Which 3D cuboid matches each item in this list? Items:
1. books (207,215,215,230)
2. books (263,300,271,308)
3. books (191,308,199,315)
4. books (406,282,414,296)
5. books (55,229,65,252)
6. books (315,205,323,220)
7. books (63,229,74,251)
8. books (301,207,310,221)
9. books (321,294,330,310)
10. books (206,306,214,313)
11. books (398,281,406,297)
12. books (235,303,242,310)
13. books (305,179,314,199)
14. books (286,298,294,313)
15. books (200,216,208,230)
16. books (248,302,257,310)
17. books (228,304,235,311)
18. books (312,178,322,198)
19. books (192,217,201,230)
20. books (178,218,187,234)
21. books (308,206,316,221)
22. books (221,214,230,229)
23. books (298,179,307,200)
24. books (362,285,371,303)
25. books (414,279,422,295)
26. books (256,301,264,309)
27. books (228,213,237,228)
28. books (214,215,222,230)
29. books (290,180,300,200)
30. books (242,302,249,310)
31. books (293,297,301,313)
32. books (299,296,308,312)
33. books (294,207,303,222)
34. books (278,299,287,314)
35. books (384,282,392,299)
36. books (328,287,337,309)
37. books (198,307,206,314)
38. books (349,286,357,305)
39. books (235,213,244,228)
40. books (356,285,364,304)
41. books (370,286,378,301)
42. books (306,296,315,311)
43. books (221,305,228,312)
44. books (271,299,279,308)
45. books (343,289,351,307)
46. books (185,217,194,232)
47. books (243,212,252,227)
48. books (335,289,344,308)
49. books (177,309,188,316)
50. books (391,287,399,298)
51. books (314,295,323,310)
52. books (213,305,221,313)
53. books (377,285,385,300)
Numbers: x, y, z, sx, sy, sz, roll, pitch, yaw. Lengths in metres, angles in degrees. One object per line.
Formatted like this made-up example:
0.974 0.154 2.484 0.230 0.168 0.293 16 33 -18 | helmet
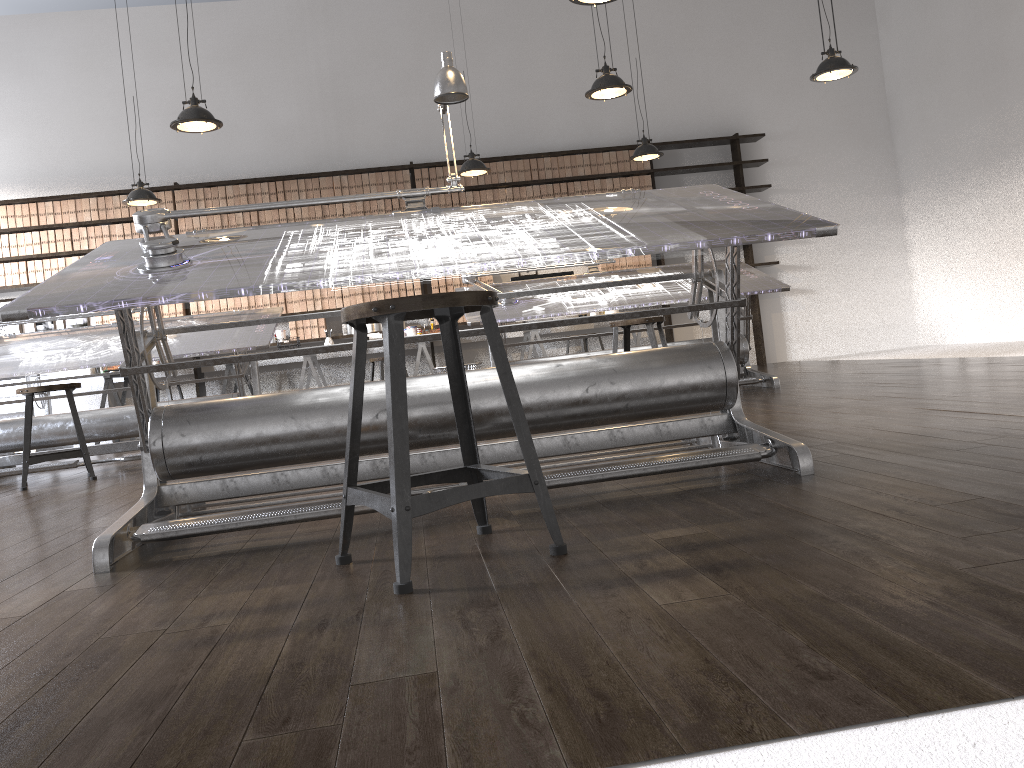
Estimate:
-2.963 -1.545 8.784 0.067 0.226 0.174 -6 0 -7 | books
-2.427 -0.786 8.817 0.067 0.226 0.174 -6 0 -7 | books
-3.111 -0.704 8.731 0.067 0.226 0.174 -6 0 -7 | books
-1.036 -0.953 8.986 0.067 0.226 0.174 -6 0 -7 | books
-4.362 -1.377 8.614 0.067 0.226 0.174 -6 0 -7 | books
-1.931 -1.668 8.905 0.067 0.226 0.174 -6 0 -7 | books
-4.289 -1.386 8.618 0.067 0.226 0.174 -6 0 -7 | books
-2.059 -1.653 8.893 0.067 0.226 0.174 -6 0 -7 | books
-1.872 -0.853 8.890 0.067 0.226 0.174 -6 0 -7 | books
-2.972 -0.721 8.755 0.067 0.226 0.174 -6 0 -7 | books
-1.111 -0.944 8.983 0.067 0.226 0.174 -6 0 -7 | books
-2.700 -0.754 8.786 0.067 0.226 0.174 -6 0 -7 | books
-2.030 -1.936 8.910 0.067 0.226 0.174 -6 0 -7 | books
-2.211 -0.812 8.848 0.067 0.226 0.174 -6 0 -7 | books
-3.025 -1.537 8.775 0.067 0.226 0.174 -6 0 -7 | books
-2.568 -0.769 8.804 0.067 0.226 0.174 -6 0 -7 | books
-2.762 -0.746 8.777 0.067 0.226 0.174 -6 0 -7 | books
-1.961 -1.944 8.917 0.067 0.226 0.174 -6 0 -7 | books
-3.097 -1.529 8.764 0.067 0.226 0.174 -6 0 -7 | books
-3.235 -1.512 8.753 0.067 0.226 0.174 -6 0 -7 | books
-1.997 -1.660 8.902 0.067 0.226 0.174 -6 0 -7 | books
-2.831 -1.560 8.801 0.067 0.226 0.174 -6 0 -7 | books
-2.098 -1.927 8.898 0.067 0.226 0.174 -6 0 -7 | books
-1.468 -0.901 8.938 0.067 0.226 0.174 -6 0 -7 | books
-0.959 -0.962 8.998 0.067 0.226 0.174 -6 0 -7 | books
-2.498 -0.778 8.812 0.067 0.226 0.174 -6 0 -7 | books
-2.761 -1.569 8.810 0.067 0.226 0.174 -6 0 -7 | books
-2.897 -1.552 8.787 0.067 0.226 0.174 -6 0 -7 | books
-2.169 -1.919 8.886 0.067 0.226 0.174 -6 0 -7 | books
-2.634 -0.761 8.790 0.067 0.226 0.174 -6 0 -7 | books
-2.146 -0.820 8.854 0.067 0.226 0.174 -6 0 -7 | books
-2.083 -0.827 8.857 0.067 0.226 0.174 -6 0 -7 | books
-2.130 -1.644 8.882 0.067 0.226 0.174 -6 0 -7 | books
-2.283 -0.803 8.834 0.067 0.226 0.174 -6 0 -7 | books
-1.258 -0.926 8.965 0.067 0.226 0.174 -6 0 -7 | books
-1.803 -0.861 8.897 0.067 0.226 0.174 -6 0 -7 | books
-3.040 -0.713 8.743 0.067 0.226 0.174 -6 0 -7 | books
-1.600 -0.885 8.921 0.067 0.226 0.174 -6 0 -7 | books
-2.691 -1.577 8.814 0.067 0.226 0.174 -6 0 -7 | books
-1.534 -0.893 8.924 0.067 0.226 0.174 -6 0 -7 | books
-1.398 -0.909 8.947 0.067 0.226 0.174 -6 0 -7 | books
-2.012 -0.836 8.866 0.067 0.226 0.174 -6 0 -7 | books
-2.833 -0.738 8.767 0.067 0.226 0.174 -6 0 -7 | books
-2.358 -0.795 8.830 0.067 0.226 0.174 -6 0 -7 | books
-1.662 -0.878 8.912 0.067 0.226 0.174 -6 0 -7 | books
-3.166 -1.520 8.759 0.067 0.226 0.174 -6 0 -7 | books
-2.621 -1.585 8.827 0.067 0.226 0.174 -6 0 -7 | books
-1.733 -0.869 8.901 0.067 0.226 0.174 -6 0 -7 | books
-3.242 -0.689 8.716 0.067 0.226 0.174 -6 0 -7 | books
-1.183 -0.935 8.968 0.067 0.226 0.174 -6 0 -7 | books
-1.940 -0.844 8.878 0.067 0.226 0.174 -6 0 -7 | books
-2.903 -0.729 8.762 0.067 0.226 0.174 -6 0 -7 | books
-1.328 -0.918 8.951 0.067 0.226 0.174 -6 0 -7 | books
